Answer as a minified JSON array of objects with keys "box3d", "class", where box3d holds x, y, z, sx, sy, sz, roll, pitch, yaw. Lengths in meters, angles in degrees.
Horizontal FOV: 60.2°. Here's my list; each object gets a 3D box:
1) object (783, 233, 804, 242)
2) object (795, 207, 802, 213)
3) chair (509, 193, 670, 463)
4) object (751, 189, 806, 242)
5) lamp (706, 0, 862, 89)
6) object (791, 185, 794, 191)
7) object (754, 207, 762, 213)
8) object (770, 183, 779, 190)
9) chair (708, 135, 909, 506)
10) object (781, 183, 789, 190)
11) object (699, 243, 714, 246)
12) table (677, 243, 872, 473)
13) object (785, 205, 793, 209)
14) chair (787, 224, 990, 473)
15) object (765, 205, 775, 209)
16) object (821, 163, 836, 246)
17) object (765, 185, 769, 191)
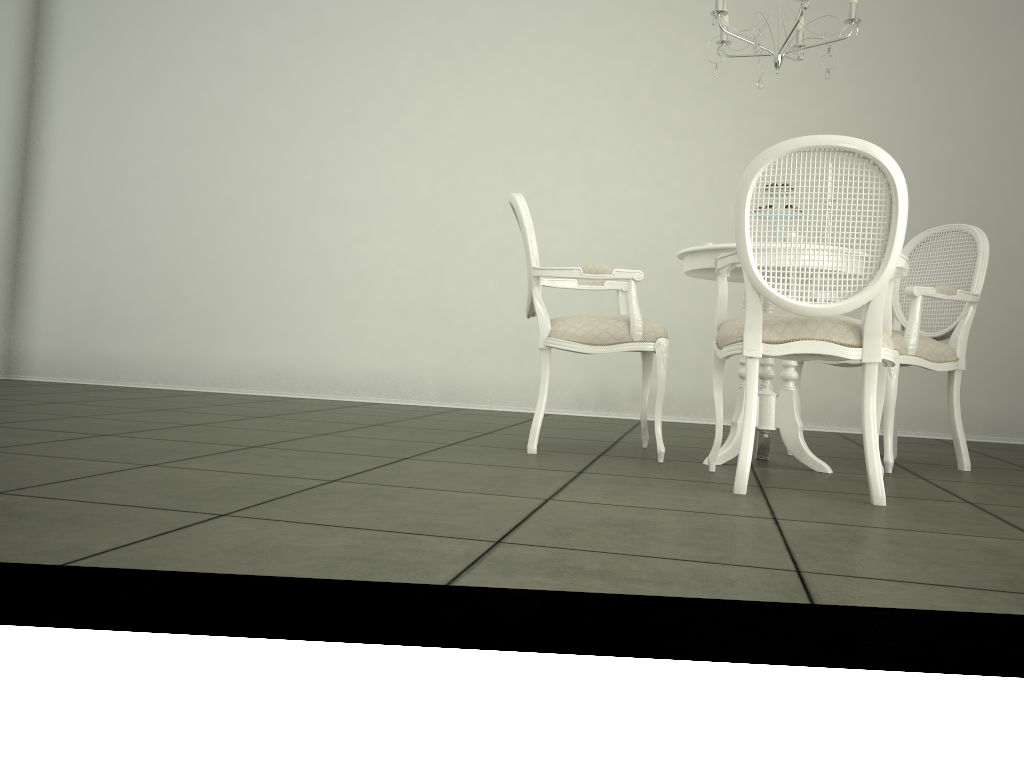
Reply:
[{"box3d":[1.037,-0.535,3.278,0.062,0.049,0.078,3,0,-45],"class":"object"},{"box3d":[1.128,-0.683,3.488,0.039,0.032,0.039,3,0,-37],"class":"object"},{"box3d":[0.306,-0.253,3.689,0.690,1.069,0.592,3,-2,3],"class":"chair"},{"box3d":[1.054,-0.636,3.501,0.211,0.250,0.210,2,-2,45],"class":"object"},{"box3d":[1.121,-2.470,3.620,0.593,2.451,0.590,3,-3,-10],"class":"lamp"},{"box3d":[1.101,-0.773,3.501,0.039,0.032,0.039,3,0,33],"class":"object"},{"box3d":[0.985,-0.691,3.520,0.039,0.032,0.039,3,0,-22],"class":"object"},{"box3d":[1.033,-0.776,3.479,0.039,0.032,0.039,3,0,18],"class":"object"},{"box3d":[0.949,-0.194,2.837,0.595,1.069,0.687,2,-2,13],"class":"chair"},{"box3d":[1.074,-0.774,3.471,0.039,0.032,0.039,3,0,-32],"class":"object"},{"box3d":[0.796,-0.553,3.638,0.078,0.049,0.062,3,0,22],"class":"object"},{"box3d":[1.010,-0.097,3.484,0.740,0.834,0.737,3,-1,9],"class":"table"},{"box3d":[1.079,-0.683,3.434,0.039,0.032,0.039,3,0,33],"class":"object"},{"box3d":[1.641,-0.190,3.794,0.688,1.069,0.594,4,-2,-22],"class":"chair"},{"box3d":[1.007,-0.687,3.450,0.039,0.032,0.039,3,0,-27],"class":"object"},{"box3d":[1.205,-0.682,3.360,0.087,0.366,0.087,3,-3,-10],"class":"object"},{"box3d":[1.021,-0.778,3.518,0.039,0.032,0.039,3,0,33],"class":"object"}]
